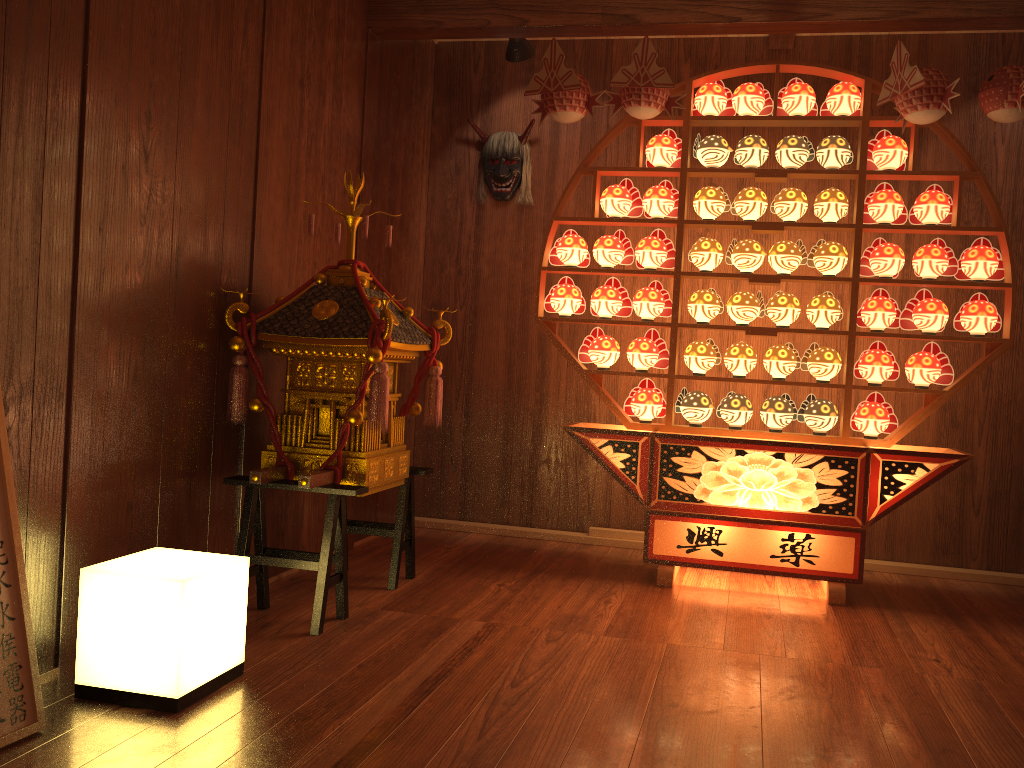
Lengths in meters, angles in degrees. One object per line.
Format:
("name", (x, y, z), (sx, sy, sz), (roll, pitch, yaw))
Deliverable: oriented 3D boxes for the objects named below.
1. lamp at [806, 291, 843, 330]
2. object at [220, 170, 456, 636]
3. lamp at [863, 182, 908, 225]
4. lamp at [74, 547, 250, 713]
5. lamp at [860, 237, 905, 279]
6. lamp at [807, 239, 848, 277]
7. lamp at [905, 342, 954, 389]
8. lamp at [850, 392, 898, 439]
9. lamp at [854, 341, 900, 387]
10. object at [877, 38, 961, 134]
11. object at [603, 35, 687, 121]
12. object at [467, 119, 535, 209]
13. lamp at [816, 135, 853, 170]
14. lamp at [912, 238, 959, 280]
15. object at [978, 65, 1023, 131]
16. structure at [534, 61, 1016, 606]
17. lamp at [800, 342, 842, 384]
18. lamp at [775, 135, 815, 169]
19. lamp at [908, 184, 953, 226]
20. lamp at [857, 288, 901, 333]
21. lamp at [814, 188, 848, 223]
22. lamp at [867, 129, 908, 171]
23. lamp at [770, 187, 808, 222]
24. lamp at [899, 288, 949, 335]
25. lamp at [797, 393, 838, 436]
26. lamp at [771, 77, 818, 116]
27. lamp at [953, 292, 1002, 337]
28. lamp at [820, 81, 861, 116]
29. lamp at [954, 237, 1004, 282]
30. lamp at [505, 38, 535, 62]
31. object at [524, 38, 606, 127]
("lamp", (1.302, -0.311, 3.700), (0.135, 0.173, 0.161), (4, 1, 29))
("object", (-0.600, 0.007, 3.131), (0.598, 1.514, 0.821), (4, 1, 14))
("lamp", (1.544, -0.750, 3.647), (0.197, 0.200, 0.159), (4, 1, 13))
("lamp", (-0.879, 0.610, 2.245), (0.276, 0.315, 0.284), (4, 1, 13))
("lamp", (1.553, -0.522, 3.648), (0.191, 0.187, 0.155), (3, 1, -7))
("lamp", (1.337, -0.529, 3.694), (0.142, 0.173, 0.154), (3, 1, -16))
("lamp", (1.683, -0.079, 3.626), (0.162, 0.200, 0.193), (2, 2, -42))
("lamp", (1.494, 0.129, 3.668), (0.189, 0.197, 0.161), (4, 1, 28))
("lamp", (1.507, -0.087, 3.660), (0.181, 0.194, 0.161), (4, 1, 23))
("object", (1.577, -1.149, 3.388), (0.244, 0.314, 0.360), (3, 1, -9))
("object", (0.541, -1.227, 3.602), (0.343, 0.306, 0.218), (4, 1, 13))
("object", (-0.048, -1.110, 4.510), (0.358, 0.453, 0.140), (4, 1, 12))
("lamp", (1.340, -0.970, 3.688), (0.135, 0.173, 0.161), (4, 1, 29))
("lamp", (1.711, -0.515, 3.619), (0.175, 0.191, 0.162), (4, 2, 43))
("object", (1.879, -1.142, 3.328), (0.225, 0.318, 0.370), (3, 1, 9))
("structure", (1.060, -0.252, 3.753), (1.934, 2.195, 0.497), (4, 1, 12))
("lamp", (1.313, -0.089, 3.701), (0.143, 0.173, 0.153), (3, 1, -21))
("lamp", (1.176, -0.978, 3.727), (0.162, 0.167, 0.134), (2, 1, -37))
("lamp", (1.716, -0.737, 3.613), (0.184, 0.195, 0.161), (4, 1, 28))
("lamp", (1.516, -0.308, 3.656), (0.185, 0.195, 0.161), (4, 1, 23))
("lamp", (1.332, -0.750, 3.690), (0.137, 0.173, 0.160), (4, 1, 19))
("lamp", (1.563, -0.970, 3.642), (0.201, 0.200, 0.156), (3, 1, -2))
("lamp", (1.178, -0.757, 3.723), (0.140, 0.167, 0.155), (3, 1, -6))
("lamp", (1.717, -0.298, 3.616), (0.201, 0.200, 0.156), (3, 1, -2))
("lamp", (1.301, 0.130, 3.708), (0.143, 0.173, 0.153), (3, 1, -21))
("lamp", (1.207, -1.213, 3.712), (0.200, 0.200, 0.157), (3, 1, 3))
("lamp", (1.892, -0.283, 3.580), (0.178, 0.192, 0.161), (4, 1, 23))
("lamp", (1.380, -1.196, 3.677), (0.185, 0.188, 0.160), (4, 1, 18))
("lamp", (1.894, -0.508, 3.578), (0.194, 0.200, 0.161), (4, 1, 28))
("lamp", (0.039, -1.547, 4.023), (0.136, 0.176, 0.174), (3, 1, -1))
("object", (0.225, -1.237, 3.660), (0.353, 0.311, 0.246), (4, 2, 39))
